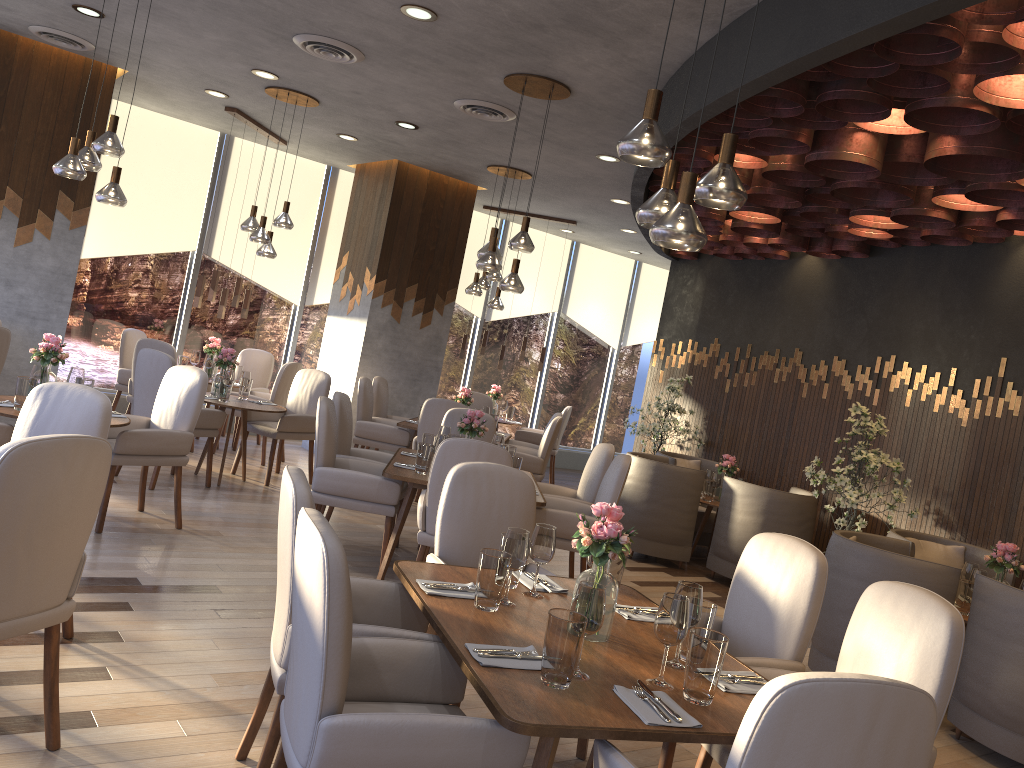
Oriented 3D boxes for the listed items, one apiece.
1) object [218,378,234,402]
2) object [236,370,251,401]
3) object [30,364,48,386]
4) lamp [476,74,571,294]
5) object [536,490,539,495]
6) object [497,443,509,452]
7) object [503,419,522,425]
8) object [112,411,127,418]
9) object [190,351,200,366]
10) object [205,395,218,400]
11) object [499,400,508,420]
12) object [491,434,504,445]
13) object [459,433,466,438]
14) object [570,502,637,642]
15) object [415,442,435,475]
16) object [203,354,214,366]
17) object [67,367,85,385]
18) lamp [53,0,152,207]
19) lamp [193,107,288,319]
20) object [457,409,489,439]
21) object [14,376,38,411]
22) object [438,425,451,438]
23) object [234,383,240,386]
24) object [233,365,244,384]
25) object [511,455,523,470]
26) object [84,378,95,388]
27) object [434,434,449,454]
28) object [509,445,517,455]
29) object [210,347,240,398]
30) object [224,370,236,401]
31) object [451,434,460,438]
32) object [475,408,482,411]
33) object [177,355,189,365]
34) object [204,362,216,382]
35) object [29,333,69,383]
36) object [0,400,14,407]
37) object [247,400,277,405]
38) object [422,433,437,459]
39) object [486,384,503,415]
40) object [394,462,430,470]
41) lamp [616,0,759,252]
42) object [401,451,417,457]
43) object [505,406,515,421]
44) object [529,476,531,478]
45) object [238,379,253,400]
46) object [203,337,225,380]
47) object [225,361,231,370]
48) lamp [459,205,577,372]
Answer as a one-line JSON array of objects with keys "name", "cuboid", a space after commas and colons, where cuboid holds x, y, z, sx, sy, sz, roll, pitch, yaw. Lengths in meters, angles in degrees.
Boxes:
[{"name": "object", "cuboid": [-2.270, 0.052, 7.010, 0.102, 0.178, 0.102, 11, 1, 34]}, {"name": "object", "cuboid": [-2.233, 0.014, 7.372, 0.092, 0.244, 0.092, 11, 0, 9]}, {"name": "object", "cuboid": [-2.619, 0.018, 4.885, 0.092, 0.244, 0.092, 11, 0, 39]}, {"name": "lamp", "cuboid": [0.036, -1.267, 5.706, 0.438, 1.326, 0.440, 11, 0, -31]}, {"name": "object", "cuboid": [0.041, 0.635, 5.406, 0.255, 0.019, 0.157, 11, 2, -2]}, {"name": "object", "cuboid": [-0.075, 0.495, 5.495, 0.092, 0.244, 0.092, 11, 0, -44]}, {"name": "object", "cuboid": [-0.001, 0.457, 10.783, 0.255, 0.019, 0.157, 11, 2, 2]}, {"name": "object", "cuboid": [-2.400, 0.167, 5.178, 0.158, 0.019, 0.254, 13, 2, 38]}, {"name": "object", "cuboid": [-3.106, -0.199, 8.664, 0.092, 0.244, 0.092, 11, 0, 31]}, {"name": "object", "cuboid": [-2.446, 0.098, 7.041, 0.158, 0.019, 0.254, 12, 2, 28]}, {"name": "object", "cuboid": [-0.110, 0.318, 10.882, 0.092, 0.244, 0.092, 11, 0, 44]}, {"name": "object", "cuboid": [-0.110, 0.470, 6.068, 0.092, 0.244, 0.092, 11, 0, 40]}, {"name": "object", "cuboid": [-0.325, 0.428, 6.063, 0.092, 0.244, 0.092, 11, 0, 19]}, {"name": "object", "cuboid": [0.264, 0.567, 2.732, 0.209, 0.416, 0.198, 11, 0, -24]}, {"name": "object", "cuboid": [-0.526, 0.447, 5.287, 0.102, 0.178, 0.102, 11, 0, 13]}, {"name": "object", "cuboid": [-2.937, -0.162, 8.555, 0.092, 0.244, 0.092, 11, 0, 28]}, {"name": "object", "cuboid": [-2.533, 0.027, 5.128, 0.092, 0.244, 0.092, 11, 0, 18]}, {"name": "lamp", "cuboid": [-2.261, -1.695, 4.992, 0.438, 1.326, 0.440, 11, 0, -34]}, {"name": "lamp", "cuboid": [-2.674, -1.589, 8.695, 0.118, 1.931, 1.160, 11, 0, 8]}, {"name": "object", "cuboid": [-0.276, 0.365, 5.705, 0.210, 0.416, 0.197, 11, 0, 11]}, {"name": "object", "cuboid": [-2.625, 0.054, 4.775, 0.102, 0.178, 0.102, 11, 0, 3]}, {"name": "object", "cuboid": [-0.465, 0.404, 5.929, 0.092, 0.244, 0.092, 11, 0, 16]}, {"name": "object", "cuboid": [-2.723, -0.008, 8.625, 0.255, 0.019, 0.157, 11, 2, 10]}, {"name": "object", "cuboid": [-2.727, -0.096, 8.790, 0.102, 0.178, 0.102, 11, 1, -34]}, {"name": "object", "cuboid": [0.002, 0.542, 5.563, 0.102, 0.178, 0.102, 11, 0, 14]}, {"name": "object", "cuboid": [-2.537, 0.057, 5.237, 0.102, 0.178, 0.102, 11, 0, -16]}, {"name": "object", "cuboid": [-0.437, 0.428, 5.357, 0.092, 0.244, 0.092, 11, 0, -23]}, {"name": "object", "cuboid": [-0.032, 0.516, 6.136, 0.102, 0.178, 0.102, 11, 1, -36]}, {"name": "object", "cuboid": [-2.365, -0.096, 7.267, 0.210, 0.416, 0.197, 11, 0, 11]}, {"name": "object", "cuboid": [-2.280, 0.013, 7.118, 0.092, 0.244, 0.092, 11, 0, -43]}, {"name": "object", "cuboid": [-0.404, 0.443, 6.144, 0.102, 0.178, 0.102, 11, 0, 10]}, {"name": "object", "cuboid": [-0.339, 0.353, 8.286, 0.092, 0.244, 0.092, 11, 0, -41]}, {"name": "object", "cuboid": [-3.204, -0.183, 8.609, 0.102, 0.178, 0.102, 11, 0, 2]}, {"name": "object", "cuboid": [-2.892, -0.117, 8.458, 0.102, 0.178, 0.102, 11, 1, 34]}, {"name": "object", "cuboid": [-2.664, -0.084, 5.077, 0.210, 0.416, 0.197, 11, 0, 26]}, {"name": "object", "cuboid": [-2.794, 0.100, 4.831, 0.158, 0.019, 0.254, 12, 2, 37]}, {"name": "object", "cuboid": [-2.109, 0.151, 7.446, 0.158, 0.019, 0.254, 12, 2, 29]}, {"name": "object", "cuboid": [-0.554, 0.423, 5.859, 0.102, 0.178, 0.102, 11, 0, 13]}, {"name": "object", "cuboid": [-0.221, 0.214, 10.727, 0.210, 0.416, 0.197, 11, 0, 31]}, {"name": "object", "cuboid": [-0.599, 0.509, 5.442, 0.255, 0.019, 0.157, 11, 2, -3]}, {"name": "lamp", "cuboid": [0.601, -1.060, 2.729, 0.439, 1.326, 0.439, 11, 0, 3]}, {"name": "object", "cuboid": [-0.627, 0.485, 6.015, 0.255, 0.019, 0.157, 11, 2, -3]}, {"name": "object", "cuboid": [-0.028, 0.365, 10.944, 0.102, 0.178, 0.102, 11, 1, 38]}, {"name": "object", "cuboid": [0.007, 0.610, 5.979, 0.255, 0.019, 0.157, 11, 2, -2]}, {"name": "object", "cuboid": [-2.253, 0.040, 7.480, 0.102, 0.178, 0.102, 11, 1, -45]}, {"name": "object", "cuboid": [-2.954, -0.258, 8.728, 0.209, 0.416, 0.198, 11, 0, -24]}, {"name": "object", "cuboid": [-2.817, -0.145, 8.741, 0.092, 0.244, 0.092, 11, 0, 13]}, {"name": "lamp", "cuboid": [0.034, -1.125, 10.816, 1.162, 1.931, 0.118, 11, 0, 9]}]
